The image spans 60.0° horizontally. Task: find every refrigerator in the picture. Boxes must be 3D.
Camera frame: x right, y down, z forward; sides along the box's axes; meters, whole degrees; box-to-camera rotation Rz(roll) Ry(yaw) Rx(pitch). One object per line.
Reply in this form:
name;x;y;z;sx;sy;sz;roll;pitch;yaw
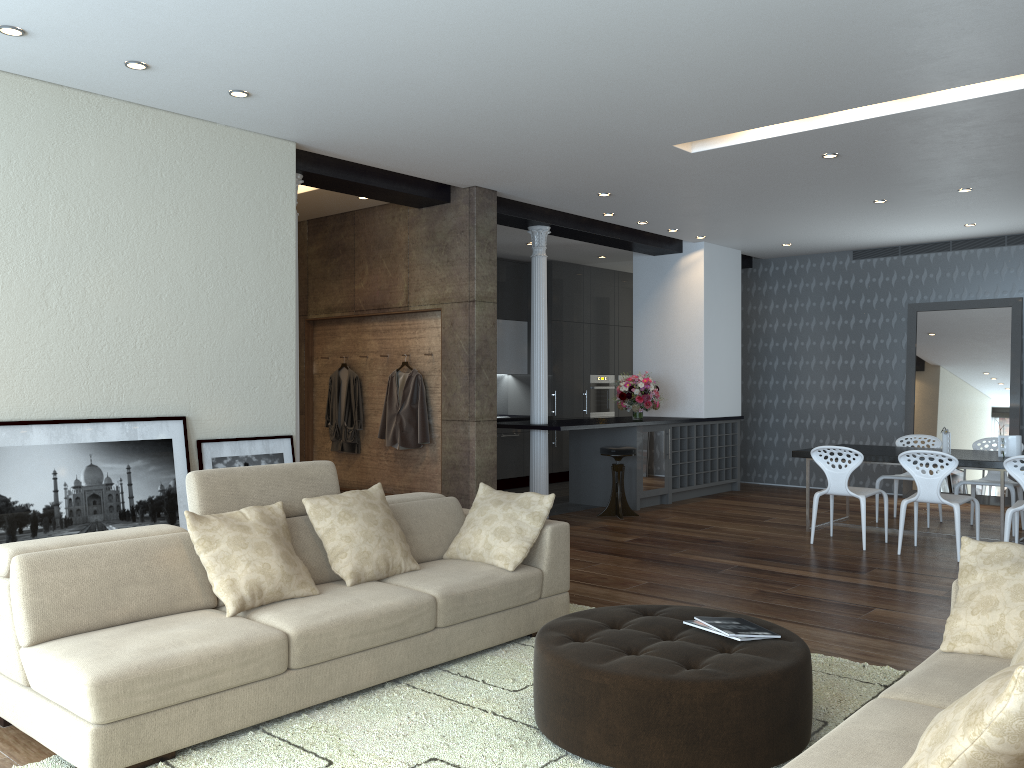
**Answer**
refrigerator;1.534;0.828;9.634;0.578;0.774;0.075;0;0;-45

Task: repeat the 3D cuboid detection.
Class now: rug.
rug;0.047;1.329;2.772;2.972;0.020;4.231;0;0;41

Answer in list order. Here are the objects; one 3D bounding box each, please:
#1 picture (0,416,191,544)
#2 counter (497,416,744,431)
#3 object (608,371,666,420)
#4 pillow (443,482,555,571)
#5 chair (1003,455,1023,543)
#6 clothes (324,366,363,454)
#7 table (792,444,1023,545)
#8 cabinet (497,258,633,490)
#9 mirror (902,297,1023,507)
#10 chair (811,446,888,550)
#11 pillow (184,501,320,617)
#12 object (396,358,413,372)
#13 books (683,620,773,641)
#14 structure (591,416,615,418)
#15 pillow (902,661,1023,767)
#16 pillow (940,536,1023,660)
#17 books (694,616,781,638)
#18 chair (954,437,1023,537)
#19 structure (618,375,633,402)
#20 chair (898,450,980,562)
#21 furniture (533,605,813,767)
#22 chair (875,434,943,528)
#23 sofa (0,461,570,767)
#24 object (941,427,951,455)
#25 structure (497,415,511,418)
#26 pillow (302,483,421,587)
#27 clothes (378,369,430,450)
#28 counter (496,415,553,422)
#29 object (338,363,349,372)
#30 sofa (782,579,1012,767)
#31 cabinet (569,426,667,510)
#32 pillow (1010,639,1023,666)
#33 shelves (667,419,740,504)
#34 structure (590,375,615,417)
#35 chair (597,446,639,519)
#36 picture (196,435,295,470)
picture;-2.332;0.769;4.963;0.225;1.140;1.183;0;0;41
counter;1.303;0.419;10.026;1.000;0.040;3.700;0;0;41
object;1.418;0.125;10.006;0.544;0.552;0.570;0;0;-43
pillow;-0.058;0.756;4.787;0.518;0.393;0.395;0;0;38
chair;3.863;0.918;6.441;0.495;0.835;0.581;0;0;41
clothes;-1.659;0.252;8.666;0.569;0.855;0.141;0;0;42
table;4.206;0.970;7.355;3.400;0.733;1.200;0;0;41
cabinet;0.328;-0.161;12.156;0.827;2.980;7.409;0;0;41
mirror;5.108;0.191;10.094;1.200;2.294;0.240;0;0;41
chair;2.790;0.918;7.400;0.495;0.835;0.581;0;0;41
pillow;-1.141;0.745;3.895;0.368;0.416;0.519;0;0;37
object;-0.973;-0.162;8.070;0.430;0.219;0.010;0;0;41
books;0.858;0.965;3.489;0.219;0.031;0.300;0;0;-34
structure;1.101;0.770;12.869;0.591;0.596;0.595;0;0;41
pillow;1.075;0.745;1.949;0.519;0.416;0.368;0;0;-44
pillow;1.820;0.756;3.138;0.518;0.393;0.395;0;0;45
books;0.883;0.957;3.496;0.220;0.040;0.301;0;0;-14
chair;4.398;0.918;8.124;0.495;0.835;0.581;0;0;41
structure;1.567;0.099;13.391;0.528;0.452;0.595;0;0;41
chair;3.315;0.918;6.934;0.495;0.835;0.581;0;0;41
furniture;0.612;1.142;3.450;1.057;0.355;1.057;0;0;43
chair;3.870;0.918;8.588;0.495;0.835;0.581;0;0;41
sofa;-0.896;0.864;4.173;1.021;0.950;2.581;0;0;41
object;3.748;0.487;7.671;0.076;0.233;0.161;0;0;23
structure;-0.507;0.431;11.156;0.520;0.066;0.900;0;0;41
pillow;-0.738;0.735;4.372;0.301;0.439;0.534;0;0;38
clothes;-0.991;0.226;8.065;0.700;0.735;0.173;0;0;40
counter;-0.937;0.540;10.730;0.807;0.223;3.597;0;0;41
object;-1.643;-0.162;8.674;0.430;0.219;0.010;0;0;41
sofa;1.319;0.864;2.228;1.021;0.950;2.581;0;0;41
cabinet;1.190;0.887;9.897;0.900;0.897;0.642;0;0;41
pillow;1.497;0.735;2.410;0.301;0.439;0.534;0;0;45
shelves;1.963;0.887;10.777;0.900;0.897;1.700;0;0;41
structure;1.101;0.169;12.869;0.591;0.596;0.595;0;0;41
chair;3.027;1.115;6.219;21.556;0.952;16.134;0;0;41
picture;-1.668;0.843;5.738;0.195;0.988;0.700;0;0;41
